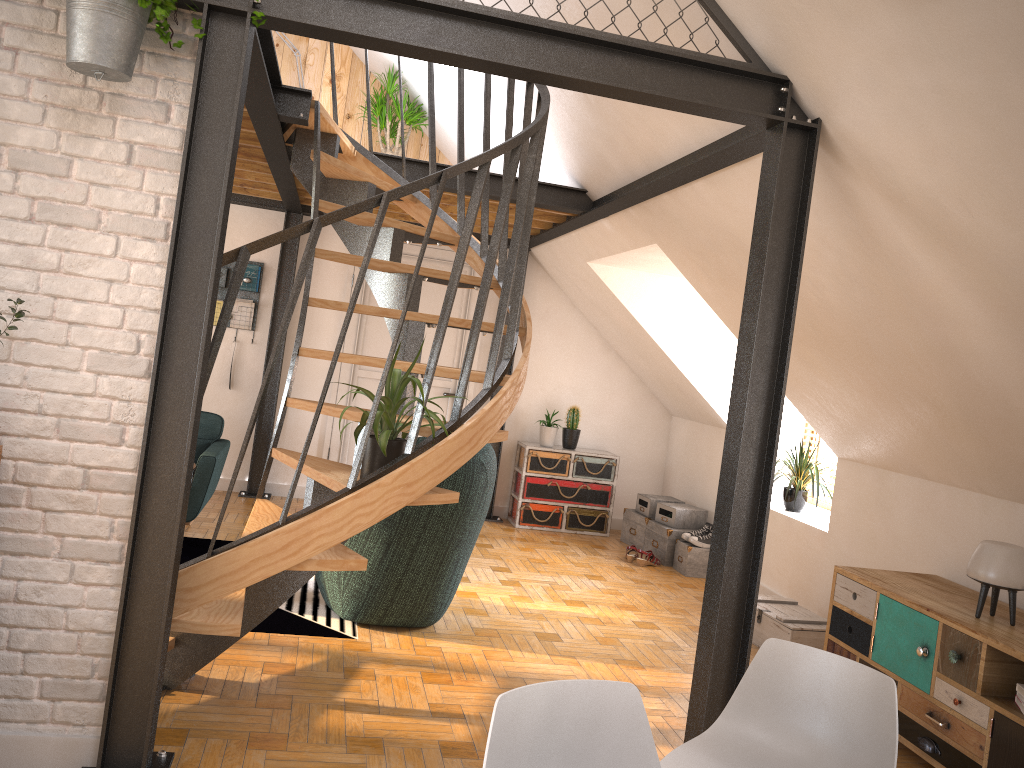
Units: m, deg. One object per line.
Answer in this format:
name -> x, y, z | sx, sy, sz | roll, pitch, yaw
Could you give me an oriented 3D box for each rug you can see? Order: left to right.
rug -> -2.594, 0.940, 4.676 | 3.496, 0.010, 1.703 | 7, 2, -12

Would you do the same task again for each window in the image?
window -> -0.901, -1.001, 2.354 | 8.620, 4.467, 7.795 | 8, 1, -12

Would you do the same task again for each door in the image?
door -> -0.903, -0.087, 7.558 | 1.199, 2.301, 0.088 | 8, -1, -11

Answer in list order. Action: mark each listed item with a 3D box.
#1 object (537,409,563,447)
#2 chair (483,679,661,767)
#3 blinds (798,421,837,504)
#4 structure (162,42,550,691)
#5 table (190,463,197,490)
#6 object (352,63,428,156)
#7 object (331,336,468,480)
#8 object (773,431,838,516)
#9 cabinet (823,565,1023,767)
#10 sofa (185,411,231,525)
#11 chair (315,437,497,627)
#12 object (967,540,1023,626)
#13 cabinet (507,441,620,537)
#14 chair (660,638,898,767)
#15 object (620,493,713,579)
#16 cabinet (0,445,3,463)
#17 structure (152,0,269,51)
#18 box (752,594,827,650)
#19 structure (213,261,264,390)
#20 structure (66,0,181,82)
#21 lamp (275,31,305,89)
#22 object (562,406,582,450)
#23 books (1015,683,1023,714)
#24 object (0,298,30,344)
object -> 0.311, 0.371, 7.583 | 0.233, 0.330, 0.214 | 8, 0, -6
chair -> 0.132, 0.980, 1.397 | 0.403, 0.867, 0.431 | 8, 0, -31
blinds -> 2.441, 0.139, 6.264 | 0.069, 1.485, 1.432 | 8, 1, -12
structure -> -0.668, -0.676, 3.983 | 1.628, 3.819, 2.248 | 8, 0, 3
table -> -2.066, 0.663, 4.698 | 0.683, 0.686, 0.679 | 8, 1, 28
object -> -0.977, -1.969, 7.052 | 0.735, 1.048, 0.787 | 8, 0, 28
object -> -0.485, 0.078, 3.389 | 0.527, 0.592, 0.458 | 8, 0, -24
object -> 2.036, 0.602, 6.221 | 1.018, 0.584, 0.921 | 8, 1, 6
cabinet -> 1.954, 1.279, 3.491 | 0.596, 0.634, 1.761 | 8, 2, -12
sofa -> -2.838, 0.480, 5.528 | 1.971, 0.783, 0.825 | 8, 1, -12
chair -> -0.582, 0.732, 4.683 | 0.899, 0.964, 0.899 | 8, 1, -26
object -> 1.972, 0.802, 3.588 | 0.240, 0.313, 0.241 | 8, 0, -2
cabinet -> 0.443, 0.904, 7.670 | 0.833, 0.696, 0.379 | 8, 0, -12
chair -> 0.517, 1.020, 1.830 | 0.428, 0.871, 0.405 | 8, 0, -44
object -> 1.171, 1.160, 7.030 | 0.696, 0.429, 1.157 | 8, 2, -12
cabinet -> -2.140, 0.592, 2.268 | 1.263, 0.964, 0.456 | 8, 0, -12
structure -> -0.957, -1.940, 2.712 | 1.303, 1.871, 0.458 | 8, 0, -15
box -> 1.539, 1.381, 5.039 | 0.375, 0.218, 0.643 | 7, 2, -17
structure -> -2.332, -0.495, 7.255 | 0.442, 1.077, 0.099 | 8, -1, -11
structure -> -1.132, -1.184, 2.516 | 0.438, 0.652, 0.422 | 8, 0, 19
lamp -> -1.915, -2.606, 7.075 | 0.195, 0.814, 0.848 | 8, 0, 35
object -> 0.516, 0.361, 7.649 | 0.170, 0.401, 0.167 | 8, 0, 39
books -> 1.971, 1.157, 3.144 | 0.307, 0.073, 0.211 | 8, 2, 13
object -> -1.561, -0.133, 2.438 | 0.296, 0.621, 0.290 | 8, 0, 4
